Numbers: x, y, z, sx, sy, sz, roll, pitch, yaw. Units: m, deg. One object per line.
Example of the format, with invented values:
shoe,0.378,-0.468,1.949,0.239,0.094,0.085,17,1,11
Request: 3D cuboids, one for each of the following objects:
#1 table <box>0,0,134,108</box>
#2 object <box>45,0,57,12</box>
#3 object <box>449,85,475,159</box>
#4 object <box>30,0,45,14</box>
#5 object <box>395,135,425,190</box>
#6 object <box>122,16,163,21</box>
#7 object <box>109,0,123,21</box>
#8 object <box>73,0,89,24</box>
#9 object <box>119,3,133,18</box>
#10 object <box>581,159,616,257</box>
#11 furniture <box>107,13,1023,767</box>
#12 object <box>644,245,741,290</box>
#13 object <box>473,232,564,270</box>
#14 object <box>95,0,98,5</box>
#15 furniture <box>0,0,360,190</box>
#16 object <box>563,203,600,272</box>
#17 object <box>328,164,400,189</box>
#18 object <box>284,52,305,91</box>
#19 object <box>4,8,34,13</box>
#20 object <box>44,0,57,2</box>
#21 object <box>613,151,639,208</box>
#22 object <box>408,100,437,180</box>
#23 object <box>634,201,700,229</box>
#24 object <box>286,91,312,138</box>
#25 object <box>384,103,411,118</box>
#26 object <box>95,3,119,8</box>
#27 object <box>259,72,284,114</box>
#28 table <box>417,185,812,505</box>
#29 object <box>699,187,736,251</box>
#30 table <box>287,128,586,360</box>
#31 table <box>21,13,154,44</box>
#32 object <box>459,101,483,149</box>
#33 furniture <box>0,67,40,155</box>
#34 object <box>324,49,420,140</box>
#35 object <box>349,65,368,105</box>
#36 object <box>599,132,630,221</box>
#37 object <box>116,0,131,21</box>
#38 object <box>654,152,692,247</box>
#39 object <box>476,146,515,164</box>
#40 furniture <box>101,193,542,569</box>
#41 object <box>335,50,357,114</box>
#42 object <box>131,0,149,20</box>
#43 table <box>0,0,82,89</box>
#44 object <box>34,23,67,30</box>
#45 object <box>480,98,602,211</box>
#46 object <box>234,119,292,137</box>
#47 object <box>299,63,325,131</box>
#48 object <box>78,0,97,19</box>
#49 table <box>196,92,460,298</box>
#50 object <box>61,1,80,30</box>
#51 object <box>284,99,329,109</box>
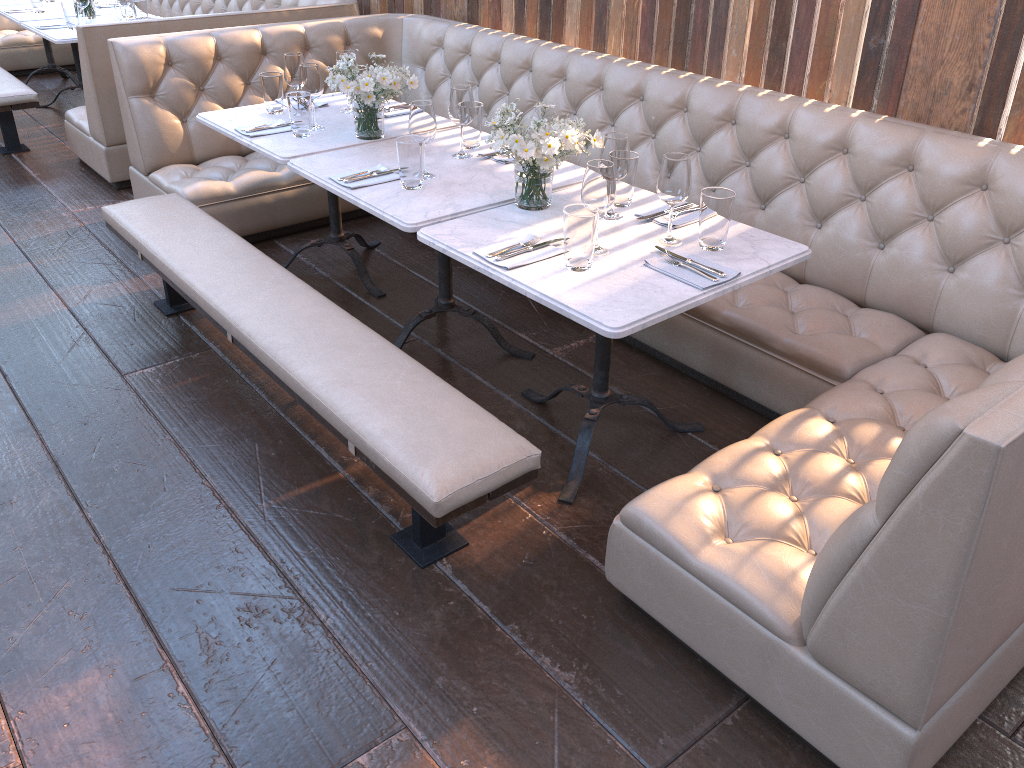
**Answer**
table,-3.087,-2.311,6.289,0.807,0.654,0.812,-21,36,-33
object,-3.148,-2.655,5.993,0.092,0.238,0.095,2,28,2
object,-0.175,-0.917,3.098,0.092,0.238,0.095,5,29,7
object,-3.176,-2.564,5.918,0.093,0.154,0.093,21,34,32
object,-0.320,-0.700,2.805,0.093,0.154,0.093,21,34,32
object,-2.390,-2.370,5.742,0.258,0.018,0.160,-22,37,-33
object,-2.554,-2.461,5.677,0.092,0.238,0.095,5,29,7
object,-2.644,-2.326,5.443,0.092,0.238,0.095,5,29,7
object,-2.528,-2.479,5.791,0.093,0.154,0.093,21,34,32
object,0.226,-0.463,2.332,0.092,0.238,0.095,5,29,7
furniture,0.064,-0.657,3.363,1.728,0.836,4.230,-21,37,-33
object,0.450,-0.312,2.296,0.159,0.018,0.259,-21,37,-33
object,0.035,-0.366,2.378,0.258,0.018,0.160,-22,37,-33
object,-3.008,-2.799,6.326,0.093,0.154,0.093,21,34,32
furniture,-2.790,-2.520,6.473,1.728,0.836,4.230,-21,37,-33
object,0.173,-0.370,2.254,0.093,0.154,0.093,21,34,32
object,-0.463,-0.693,2.923,0.258,0.018,0.160,-22,37,-33
object,-0.874,-1.213,3.586,0.092,0.238,0.095,5,29,7
object,-3.315,-2.554,6.031,0.258,0.018,0.160,-22,37,-33
object,-3.381,-2.922,6.381,0.338,0.301,0.336,14,32,22
object,0.334,-0.622,2.690,0.093,0.154,0.093,21,34,32
object,-0.290,-0.795,2.887,0.092,0.238,0.095,5,29,7
object,0.475,-0.507,2.632,0.258,0.018,0.160,-22,37,-33
object,-0.796,-1.011,3.325,0.093,0.154,0.093,21,34,32
object,-0.512,-1.148,3.702,0.258,0.018,0.160,-22,37,-33
object,-2.871,-2.690,6.277,0.258,0.018,0.160,-22,37,-33
object,-0.980,-1.192,3.629,0.092,0.154,0.094,-1,29,-3
table,0.273,-0.119,2.628,0.808,0.654,0.812,-22,37,-34
object,0.548,-0.443,2.389,0.093,0.154,0.093,21,34,32
table,-0.241,-0.455,3.188,0.807,0.654,0.812,-21,36,-33
table,-2.573,-1.976,5.729,0.808,0.654,0.812,-22,37,-34
object,-0.150,-0.941,3.222,0.093,0.154,0.093,21,34,32
furniture,-3.624,-1.976,5.962,0.316,0.388,2.369,-20,36,-33
object,-0.527,-1.068,3.285,0.337,0.301,0.337,-11,31,-20
object,-0.658,-1.269,3.771,0.093,0.154,0.093,21,34,32
object,0.295,-0.604,2.576,0.092,0.238,0.095,5,29,7
object,-2.412,-2.358,5.504,0.092,0.238,0.095,5,29,7
object,0.436,-0.500,2.401,0.092,0.238,0.095,5,29,7
object,-0.013,-0.827,3.165,0.258,0.018,0.160,-22,37,-33
furniture,-0.778,-0.120,2.861,0.316,0.388,2.369,-20,36,-33
object,-0.678,-1.243,3.643,0.093,0.238,0.094,-18,34,-32
object,-2.307,-2.306,5.500,0.093,0.154,0.093,21,34,32
table,-3.600,-2.647,6.849,0.807,0.654,0.812,-22,36,-34
object,-2.811,-2.225,5.482,0.258,0.018,0.160,-22,37,-33
object,0.078,-0.674,2.627,0.338,0.301,0.336,-13,32,-24
object,-0.935,-1.001,3.438,0.258,0.018,0.160,-22,37,-33
object,-0.768,-1.103,3.400,0.092,0.238,0.095,5,29,7
object,-2.765,-2.537,5.739,0.329,0.301,0.345,-8,30,-15
table,-0.755,-0.790,3.748,0.807,0.654,0.812,-22,36,-34
object,-2.672,-2.235,5.369,0.093,0.154,0.093,21,34,32
object,-0.889,-1.203,3.785,0.159,0.018,0.259,-21,37,-33
